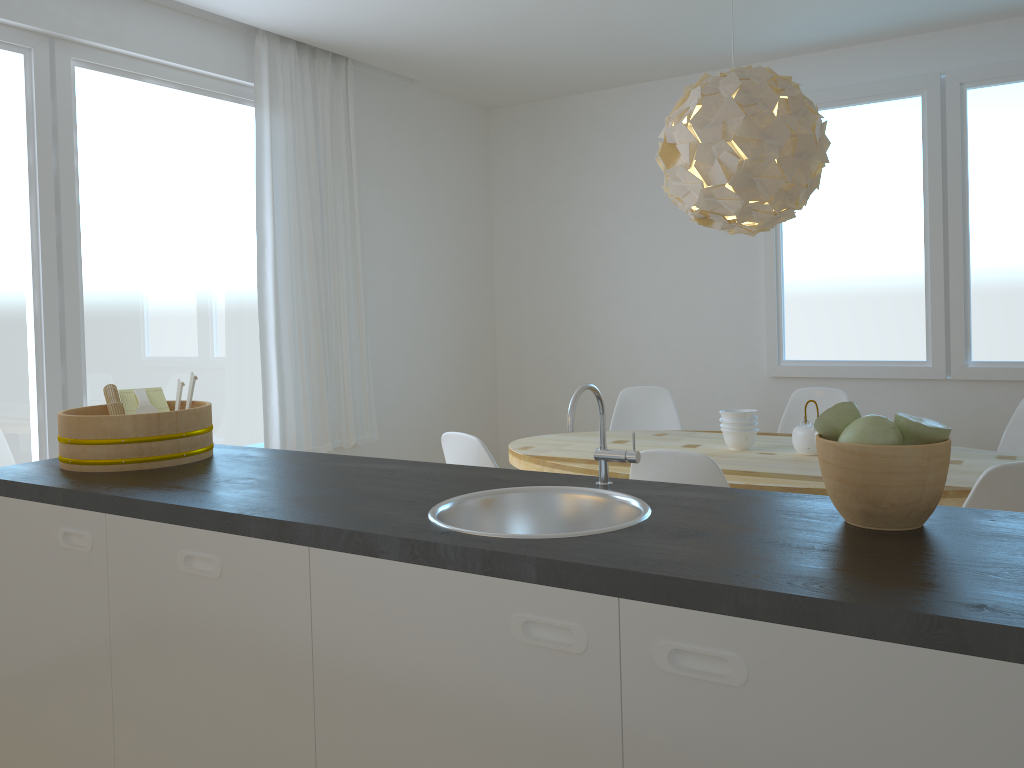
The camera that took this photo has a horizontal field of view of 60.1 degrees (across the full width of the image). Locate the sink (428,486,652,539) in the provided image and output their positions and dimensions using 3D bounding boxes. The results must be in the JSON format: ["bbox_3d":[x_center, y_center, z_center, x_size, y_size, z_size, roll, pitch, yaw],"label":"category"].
[{"bbox_3d":[0.052,0.303,1.616,0.404,0.156,0.405,-3,4,-16],"label":"sink"}]

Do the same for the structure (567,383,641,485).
[{"bbox_3d":[0.181,0.106,1.773,0.097,0.215,0.162,-1,3,33],"label":"structure"}]

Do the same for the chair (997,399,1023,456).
[{"bbox_3d":[2.059,0.510,3.605,0.524,0.900,0.430,-3,2,-28],"label":"chair"}]

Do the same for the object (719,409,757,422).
[{"bbox_3d":[0.922,0.149,3.607,0.152,0.087,0.152,-4,4,-29],"label":"object"}]

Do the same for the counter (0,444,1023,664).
[{"bbox_3d":[-0.198,0.241,1.812,2.400,0.040,0.602,1,6,32],"label":"counter"}]

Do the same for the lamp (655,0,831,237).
[{"bbox_3d":[0.878,-1.130,3.412,0.639,1.133,0.648,0,2,32],"label":"lamp"}]

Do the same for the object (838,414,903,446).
[{"bbox_3d":[0.573,0.097,1.420,0.087,0.098,0.102,-4,4,-37],"label":"object"}]

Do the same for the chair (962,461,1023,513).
[{"bbox_3d":[1.340,0.622,2.488,0.430,0.900,0.524,-2,2,2],"label":"chair"}]

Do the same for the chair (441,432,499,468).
[{"bbox_3d":[0.037,0.599,3.219,0.524,0.900,0.430,-3,2,-38],"label":"chair"}]

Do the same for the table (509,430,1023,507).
[{"bbox_3d":[0.968,0.637,3.488,2.189,0.724,1.197,1,5,31],"label":"table"}]

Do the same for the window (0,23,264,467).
[{"bbox_3d":[-1.849,-0.431,3.575,0.088,1.914,2.734,-1,3,32],"label":"window"}]

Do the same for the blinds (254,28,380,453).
[{"bbox_3d":[-0.986,-0.721,4.578,0.150,2.157,0.796,-1,2,33],"label":"blinds"}]

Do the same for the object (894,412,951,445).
[{"bbox_3d":[0.662,0.080,1.426,0.084,0.065,0.086,2,5,44],"label":"object"}]

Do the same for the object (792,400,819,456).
[{"bbox_3d":[1.157,0.168,3.430,0.147,0.211,0.178,0,3,32],"label":"object"}]

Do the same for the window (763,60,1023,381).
[{"bbox_3d":[1.602,-0.472,3.557,1.879,2.050,2.556,0,4,32],"label":"window"}]

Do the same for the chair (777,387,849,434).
[{"bbox_3d":[1.378,0.487,4.117,0.430,0.900,0.524,-1,2,32],"label":"chair"}]

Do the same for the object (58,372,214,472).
[{"bbox_3d":[-1.005,0.093,2.366,0.379,0.214,0.430,-4,5,-29],"label":"object"}]

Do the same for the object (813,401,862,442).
[{"bbox_3d":[0.551,0.063,1.491,0.077,0.071,0.074,-4,4,-33],"label":"object"}]

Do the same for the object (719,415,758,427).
[{"bbox_3d":[0.922,0.177,3.604,0.151,0.095,0.152,-5,5,-41],"label":"object"}]

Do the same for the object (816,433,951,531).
[{"bbox_3d":[0.609,0.157,1.455,0.205,0.141,0.205,-2,4,-6],"label":"object"}]

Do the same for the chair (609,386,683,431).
[{"bbox_3d":[0.677,0.482,4.417,0.430,0.900,0.524,-1,2,7],"label":"chair"}]

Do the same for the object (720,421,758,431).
[{"bbox_3d":[0.925,0.201,3.606,0.151,0.093,0.152,-3,4,-18],"label":"object"}]

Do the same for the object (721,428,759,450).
[{"bbox_3d":[0.929,0.224,3.608,0.152,0.082,0.152,-3,4,-18],"label":"object"}]
